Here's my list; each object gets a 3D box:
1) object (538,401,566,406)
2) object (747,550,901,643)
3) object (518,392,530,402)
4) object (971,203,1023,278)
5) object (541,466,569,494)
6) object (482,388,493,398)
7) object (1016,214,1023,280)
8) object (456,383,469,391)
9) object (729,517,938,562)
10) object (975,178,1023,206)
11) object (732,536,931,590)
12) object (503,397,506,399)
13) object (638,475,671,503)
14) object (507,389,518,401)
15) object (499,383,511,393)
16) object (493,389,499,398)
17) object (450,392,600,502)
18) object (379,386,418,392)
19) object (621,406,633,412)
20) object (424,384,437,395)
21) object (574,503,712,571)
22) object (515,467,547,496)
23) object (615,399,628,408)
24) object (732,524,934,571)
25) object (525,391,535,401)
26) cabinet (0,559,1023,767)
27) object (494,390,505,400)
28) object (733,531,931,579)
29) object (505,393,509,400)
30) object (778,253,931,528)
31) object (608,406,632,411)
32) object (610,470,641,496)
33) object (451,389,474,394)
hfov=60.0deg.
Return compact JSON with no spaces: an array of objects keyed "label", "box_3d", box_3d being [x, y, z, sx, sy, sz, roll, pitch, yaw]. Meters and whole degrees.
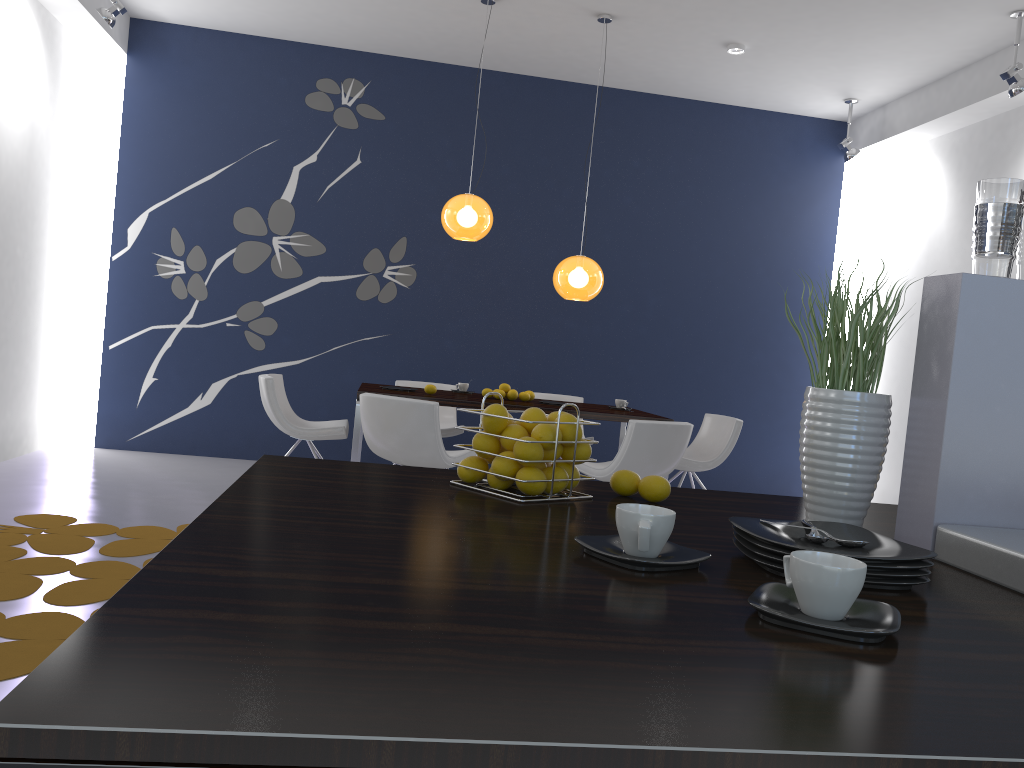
[{"label":"object","box_3d":[0.306,0.137,6.169,0.232,0.020,0.232,6,2,20]},{"label":"object","box_3d":[0.337,0.222,0.953,0.153,0.069,0.153,7,2,25]},{"label":"object","box_3d":[0.087,0.088,6.185,0.083,0.068,0.070,6,2,-5]},{"label":"object","box_3d":[0.779,-0.226,1.431,0.072,0.119,0.071,7,2,32]},{"label":"object","box_3d":[0.072,0.175,1.610,0.061,0.053,0.053,7,2,34]},{"label":"object","box_3d":[-0.168,0.064,6.151,0.083,0.068,0.070,6,2,-5]},{"label":"object","box_3d":[0.859,-0.219,1.443,0.072,0.119,0.071,7,2,32]},{"label":"object","box_3d":[-0.363,0.027,6.525,0.081,0.064,0.101,6,2,16]},{"label":"object","box_3d":[0.619,0.173,1.163,0.646,0.147,0.269,6,2,16]},{"label":"object","box_3d":[0.783,-0.265,1.430,0.072,0.119,0.071,7,2,32]},{"label":"object","box_3d":[0.430,0.246,1.219,0.232,0.020,0.232,6,2,0]},{"label":"object","box_3d":[-0.061,0.066,6.285,0.079,0.077,0.094,7,2,35]},{"label":"object","box_3d":[0.268,0.197,1.671,0.053,0.051,0.063,4,3,-40]},{"label":"object","box_3d":[0.005,0.076,6.136,0.076,0.080,0.094,5,2,-7]},{"label":"object","box_3d":[-0.049,0.030,6.162,0.083,0.068,0.070,6,2,-5]},{"label":"object","box_3d":[-0.098,0.069,6.204,0.070,0.068,0.083,4,3,-40]},{"label":"object","box_3d":[0.025,0.111,1.647,0.189,0.174,0.207,4,3,-43]},{"label":"object","box_3d":[-0.772,0.035,6.041,0.232,0.020,0.232,6,2,20]},{"label":"object","box_3d":[0.812,0.177,6.258,0.032,0.028,0.155,5,2,-27]},{"label":"object","box_3d":[-0.540,0.037,5.883,0.083,0.068,0.070,6,2,-5]},{"label":"object","box_3d":[0.173,0.199,1.169,0.153,0.069,0.153,4,2,-35]},{"label":"object","box_3d":[0.034,0.171,1.564,0.053,0.053,0.061,7,2,36]},{"label":"object","box_3d":[0.788,0.147,6.362,0.101,0.064,0.081,6,2,17]},{"label":"object","box_3d":[0.432,0.227,1.219,0.232,0.020,0.232,6,2,-5]},{"label":"object","box_3d":[0.117,0.084,6.264,0.079,0.077,0.094,4,2,-35]},{"label":"cabinet","box_3d":[1.168,0.751,1.416,3.285,0.852,1.377,5,2,-8]},{"label":"object","box_3d":[-0.085,0.074,6.120,0.070,0.068,0.083,4,3,-40]},{"label":"object","box_3d":[0.431,0.237,1.219,0.232,0.020,0.232,6,2,0]},{"label":"object","box_3d":[-0.016,0.076,6.217,0.081,0.071,0.069,4,2,-31]},{"label":"object","box_3d":[0.580,0.004,1.590,0.247,0.502,0.269,7,2,35]},{"label":"object","box_3d":[0.775,0.177,6.366,0.154,0.020,0.154,7,2,38]},{"label":"object","box_3d":[0.220,0.191,1.713,0.063,0.051,0.053,6,2,-5]},{"label":"object","box_3d":[-0.363,0.058,6.536,0.154,0.020,0.154,7,2,36]}]
